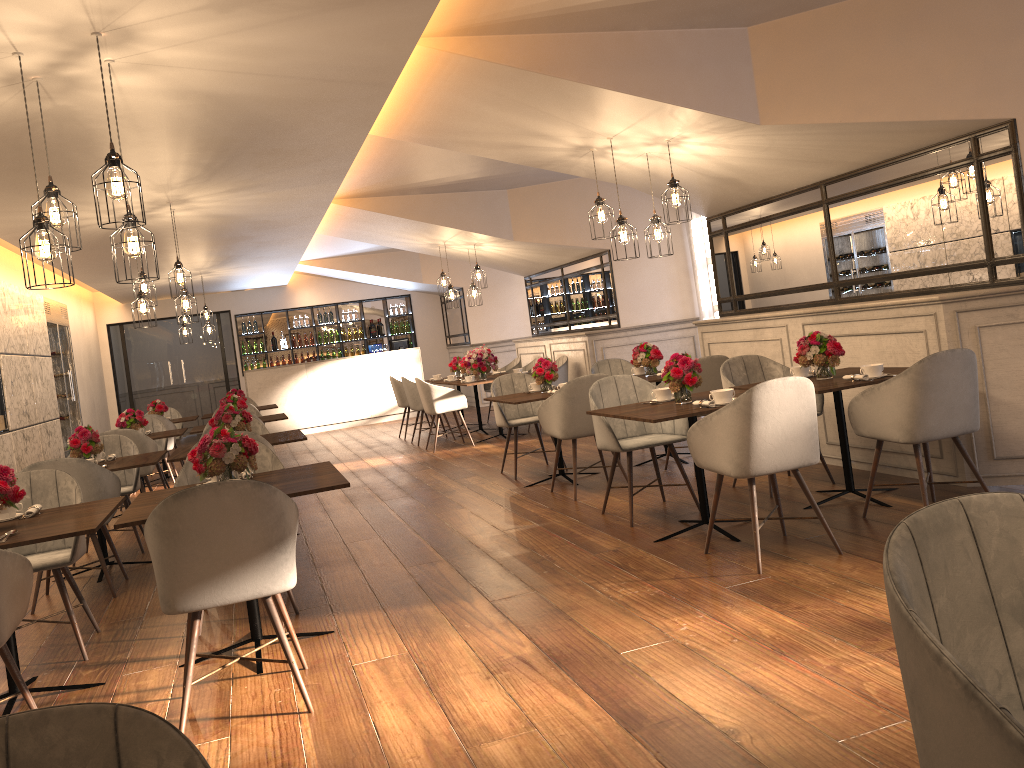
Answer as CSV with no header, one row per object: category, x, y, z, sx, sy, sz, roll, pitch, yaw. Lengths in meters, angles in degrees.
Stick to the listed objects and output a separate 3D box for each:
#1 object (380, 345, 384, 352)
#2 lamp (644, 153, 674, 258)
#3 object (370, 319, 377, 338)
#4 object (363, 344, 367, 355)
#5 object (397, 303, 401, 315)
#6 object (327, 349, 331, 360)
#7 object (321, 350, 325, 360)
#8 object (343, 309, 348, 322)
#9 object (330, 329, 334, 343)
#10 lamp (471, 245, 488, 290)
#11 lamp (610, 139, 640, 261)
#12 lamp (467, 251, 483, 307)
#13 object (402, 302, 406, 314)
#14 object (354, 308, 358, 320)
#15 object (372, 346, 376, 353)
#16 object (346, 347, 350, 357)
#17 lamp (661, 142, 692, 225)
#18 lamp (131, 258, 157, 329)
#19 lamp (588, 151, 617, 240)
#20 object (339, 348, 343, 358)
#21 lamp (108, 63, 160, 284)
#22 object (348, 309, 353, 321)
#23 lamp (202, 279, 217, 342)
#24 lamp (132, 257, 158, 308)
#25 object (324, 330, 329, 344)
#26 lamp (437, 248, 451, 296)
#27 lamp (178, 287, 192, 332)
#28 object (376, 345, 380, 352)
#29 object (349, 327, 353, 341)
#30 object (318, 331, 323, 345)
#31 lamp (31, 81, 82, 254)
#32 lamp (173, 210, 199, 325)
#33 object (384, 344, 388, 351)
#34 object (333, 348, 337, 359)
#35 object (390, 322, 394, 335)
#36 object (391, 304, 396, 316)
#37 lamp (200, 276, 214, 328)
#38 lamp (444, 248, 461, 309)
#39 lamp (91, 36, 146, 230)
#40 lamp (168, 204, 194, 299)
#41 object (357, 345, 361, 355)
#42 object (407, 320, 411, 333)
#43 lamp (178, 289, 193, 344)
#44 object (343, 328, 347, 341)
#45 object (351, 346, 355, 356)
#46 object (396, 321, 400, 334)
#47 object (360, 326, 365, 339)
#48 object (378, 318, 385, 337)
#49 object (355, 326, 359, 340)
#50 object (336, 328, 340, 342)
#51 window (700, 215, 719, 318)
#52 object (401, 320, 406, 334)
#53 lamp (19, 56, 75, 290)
object,-2.505,-0.657,17.122,0.065,0.208,0.065,-8,0,28
lamp,0.927,-1.939,6.342,0.175,2.070,0.175,-8,0,-15
object,-2.676,-1.074,17.064,0.103,0.359,0.104,-8,0,35
object,-2.833,-0.635,17.022,0.066,0.261,0.065,-8,0,-38
object,-2.204,-1.459,17.214,0.070,0.235,0.041,-8,0,-17
object,-3.483,-0.535,16.820,0.066,0.261,0.065,-8,0,-38
object,-3.588,-0.519,16.788,0.066,0.261,0.065,-8,0,-38
object,-3.183,-1.308,16.911,0.070,0.235,0.041,-8,0,-17
object,-3.427,-0.912,16.852,0.066,0.263,0.065,-8,0,-38
lamp,-0.534,-2.214,11.048,0.175,2.070,0.175,-8,0,-15
lamp,0.655,-1.889,6.125,0.175,2.070,0.175,-8,0,-15
lamp,-0.604,-2.027,11.362,0.175,2.070,0.175,-8,0,-15
object,-2.109,-1.473,17.244,0.070,0.235,0.041,-8,0,-17
object,-2.992,-1.337,16.970,0.070,0.235,0.041,-8,0,-17
object,-2.653,-0.634,17.077,0.065,0.208,0.065,-8,0,28
object,-3.147,-0.587,16.924,0.066,0.261,0.065,-8,0,-38
lamp,0.996,-2.125,6.028,0.175,2.070,0.175,-8,0,-15
lamp,-3.154,-1.491,7.289,0.175,2.070,0.175,-8,0,-15
lamp,0.534,-2.086,6.439,0.175,2.070,0.175,-8,0,-15
object,-3.274,-0.568,16.885,0.066,0.261,0.065,-8,0,-38
lamp,-1.777,-1.477,3.881,0.175,2.070,0.175,-8,0,-15
object,-3.087,-1.323,16.940,0.070,0.235,0.041,-8,0,-17
lamp,-4.533,-1.655,12.910,0.175,2.070,0.175,-8,0,-15
lamp,-3.275,-1.689,7.603,0.175,2.070,0.175,-8,0,-15
object,-3.532,-0.896,16.820,0.066,0.263,0.065,-8,0,-38
lamp,-0.997,-2.175,11.459,0.175,2.070,0.175,-8,0,-15
lamp,-4.926,-1.803,13.008,0.175,2.070,0.175,-8,0,-15
object,-2.579,-0.645,17.099,0.065,0.208,0.065,-8,0,28
object,-3.091,-0.962,16.956,0.066,0.261,0.065,-8,0,-38
object,-3.636,-0.879,16.787,0.066,0.261,0.065,-8,0,-38
lamp,-2.170,-1.624,3.978,0.175,2.070,0.175,-8,0,-15
lamp,-2.883,-1.541,7.506,0.175,2.070,0.175,-8,0,-15
object,-2.431,-0.668,17.145,0.065,0.208,0.065,-8,0,28
object,-3.378,-0.551,16.853,0.066,0.261,0.065,-8,0,-38
object,-2.332,-1.080,17.192,0.066,0.263,0.065,-8,0,-38
object,-2.299,-1.444,17.185,0.070,0.235,0.041,-8,0,-17
lamp,-4.463,-1.841,12.596,0.175,2.070,0.175,-8,0,-15
lamp,-0.875,-1.978,11.145,0.175,2.070,0.175,-8,0,-15
lamp,-1.708,-1.663,3.566,0.175,2.070,0.175,-8,0,-15
lamp,-2.813,-1.727,7.192,0.175,2.070,0.175,-8,0,-15
object,-2.938,-0.619,16.989,0.066,0.261,0.065,-8,0,-38
object,-2.018,-1.128,17.290,0.066,0.261,0.065,-8,0,-38
lamp,-4.804,-1.605,12.694,0.175,2.070,0.175,-8,0,-15
object,-3.196,-0.946,16.924,0.066,0.261,0.065,-8,0,-38
object,-3.043,-0.603,16.957,0.066,0.261,0.065,-8,0,-38
object,-2.227,-1.095,17.225,0.066,0.261,0.065,-8,0,-38
object,-2.882,-0.995,17.021,0.066,0.261,0.065,-8,0,-38
object,-2.527,-1.098,17.107,0.104,0.359,0.104,-8,0,10
object,-2.987,-0.979,16.989,0.066,0.261,0.065,-8,0,-38
object,-3.322,-0.928,16.885,0.066,0.263,0.065,-8,0,-38
window,3.028,-0.858,8.421,0.496,2.388,14.500,-8,3,-21
object,-2.122,-1.112,17.257,0.066,0.261,0.065,-8,0,-38
lamp,-2.048,-1.427,3.664,0.175,2.070,0.175,-8,0,-15
